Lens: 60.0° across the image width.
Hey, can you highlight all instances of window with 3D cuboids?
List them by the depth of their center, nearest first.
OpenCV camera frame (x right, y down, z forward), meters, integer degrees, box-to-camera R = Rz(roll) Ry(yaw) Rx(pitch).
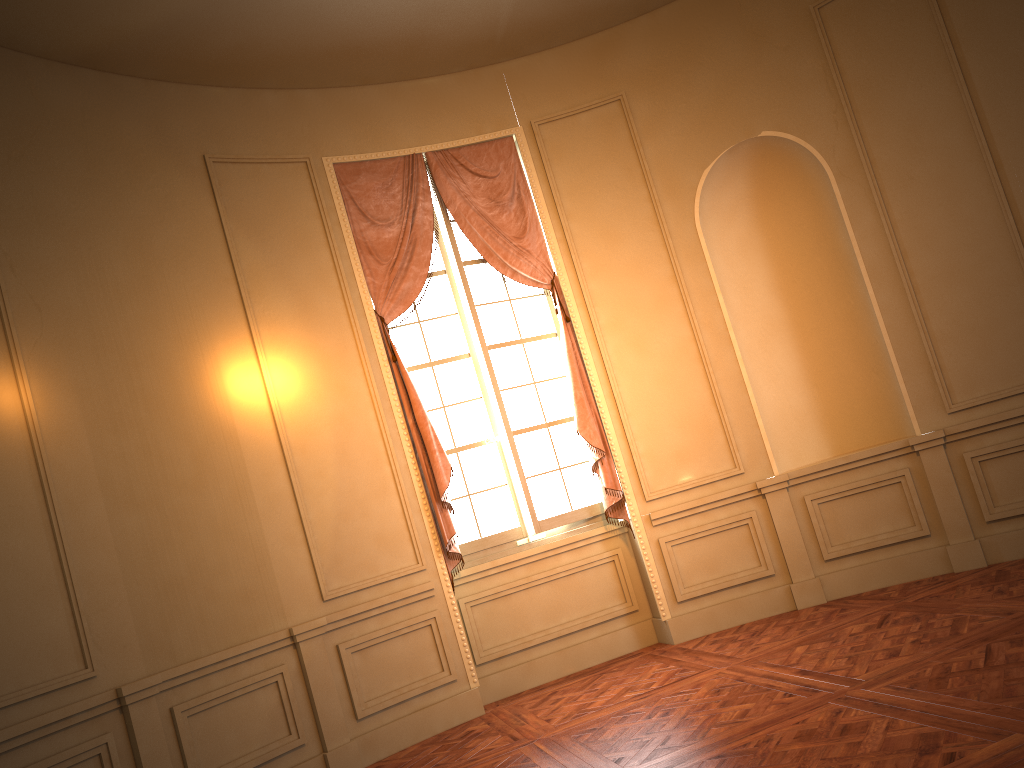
[{"bbox_3d":[-0.240,-0.232,6.182,1.321,2.825,0.152,-15,-5,-17],"label":"window"}]

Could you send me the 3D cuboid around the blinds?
[{"bbox_3d":[-0.163,-0.218,5.962,1.345,2.965,0.284,-15,-5,-18],"label":"blinds"}]
